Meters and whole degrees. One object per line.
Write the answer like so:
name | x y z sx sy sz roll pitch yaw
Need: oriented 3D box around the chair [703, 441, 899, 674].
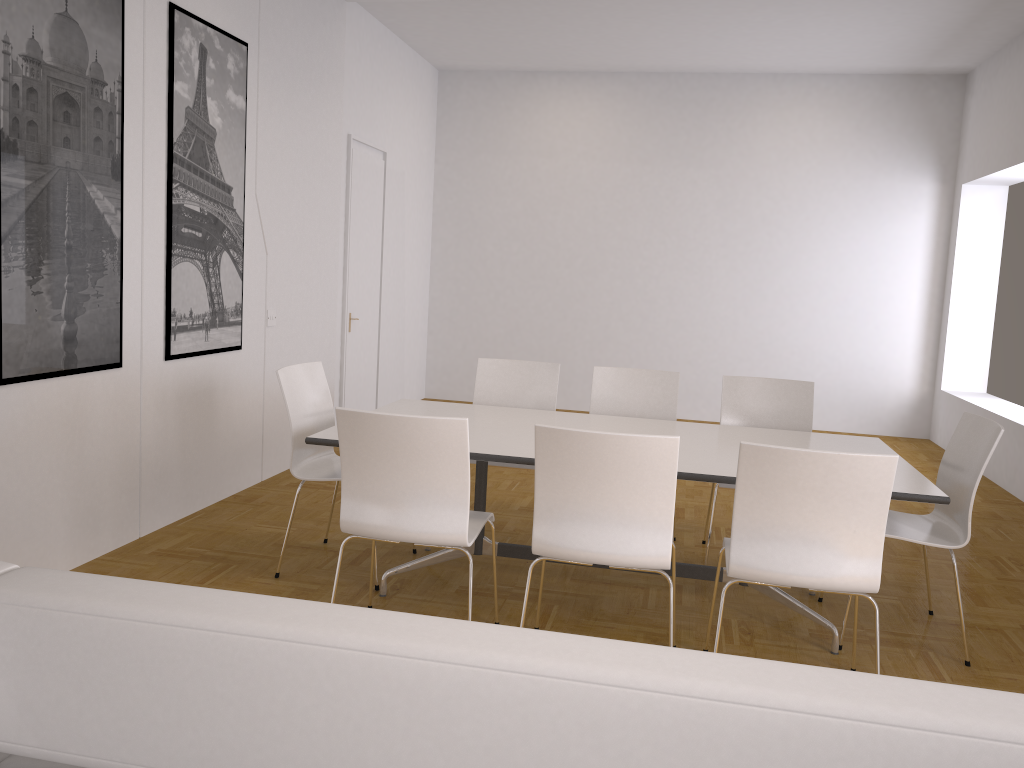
chair | 0.978 0.633 3.045 0.561 0.929 0.576 4 6 11

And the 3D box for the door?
door | -1.289 -0.835 7.654 0.132 2.448 0.873 4 6 11

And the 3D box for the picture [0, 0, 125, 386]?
picture | -1.875 -0.916 3.723 0.013 1.776 0.788 4 6 11

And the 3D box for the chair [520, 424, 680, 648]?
chair | 0.331 0.584 3.171 0.561 0.929 0.576 4 6 11

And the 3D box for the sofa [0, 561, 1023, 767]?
sofa | 0.114 0.867 1.047 2.623 0.847 0.824 4 7 11

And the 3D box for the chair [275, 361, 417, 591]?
chair | -0.785 0.393 4.163 0.575 0.929 0.562 4 6 11

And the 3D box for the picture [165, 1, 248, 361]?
picture | -1.648 -1.044 4.836 0.016 1.776 0.788 4 6 11

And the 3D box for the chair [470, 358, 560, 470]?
chair | -0.034 0.357 4.823 0.561 0.929 0.576 4 6 11

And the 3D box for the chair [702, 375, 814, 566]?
chair | 1.299 0.460 4.562 0.561 0.929 0.576 4 6 11

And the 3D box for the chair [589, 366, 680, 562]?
chair | 0.613 0.407 4.696 0.561 0.929 0.576 4 6 11

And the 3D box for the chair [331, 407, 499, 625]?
chair | -0.355 0.531 3.306 0.561 0.929 0.576 4 6 11

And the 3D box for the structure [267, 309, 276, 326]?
structure | -1.538 -0.423 5.672 0.013 0.104 0.114 4 7 11

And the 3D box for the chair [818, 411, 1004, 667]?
chair | 1.649 0.588 3.686 0.575 0.929 0.562 4 6 11

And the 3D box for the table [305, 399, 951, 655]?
table | 0.451 0.593 3.948 2.411 0.721 1.213 4 7 11
